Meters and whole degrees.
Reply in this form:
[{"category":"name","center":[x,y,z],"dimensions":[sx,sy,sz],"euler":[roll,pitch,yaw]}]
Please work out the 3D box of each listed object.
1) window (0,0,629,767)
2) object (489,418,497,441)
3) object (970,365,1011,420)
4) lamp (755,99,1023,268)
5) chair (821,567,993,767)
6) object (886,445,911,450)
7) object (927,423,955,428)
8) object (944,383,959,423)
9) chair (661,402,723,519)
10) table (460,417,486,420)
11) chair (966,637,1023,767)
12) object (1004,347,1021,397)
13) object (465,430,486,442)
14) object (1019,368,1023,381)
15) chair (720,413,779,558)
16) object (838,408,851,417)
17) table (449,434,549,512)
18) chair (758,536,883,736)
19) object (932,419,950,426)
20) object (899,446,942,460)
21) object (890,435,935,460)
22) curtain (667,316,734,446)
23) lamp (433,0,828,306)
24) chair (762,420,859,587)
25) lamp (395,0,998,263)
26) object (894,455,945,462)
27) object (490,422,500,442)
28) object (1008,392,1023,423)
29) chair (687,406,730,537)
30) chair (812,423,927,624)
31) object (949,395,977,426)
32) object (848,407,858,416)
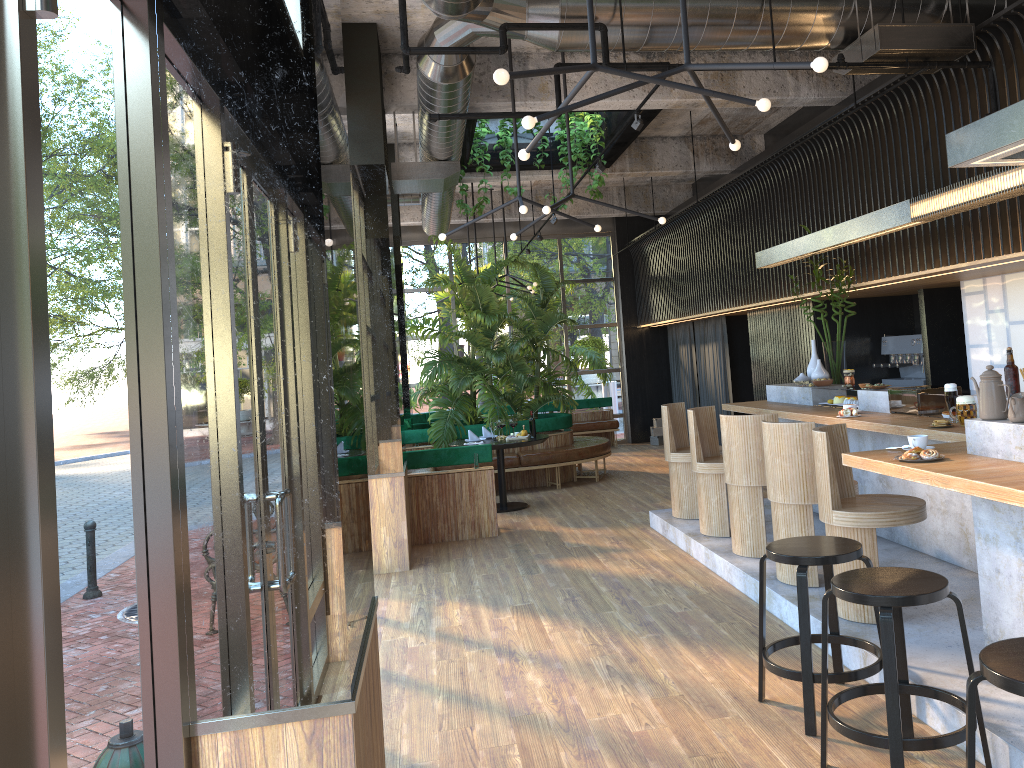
[{"category":"window","center":[0.694,-1.848,5.682],"dimensions":[4.207,6.501,20.023],"euler":[-4,1,-5]},{"category":"object","center":[-0.203,0.495,9.686],"dimensions":[0.096,0.245,0.089],"euler":[-3,-2,-25]},{"category":"object","center":[2.067,0.036,3.839],"dimensions":[0.124,0.235,0.204],"euler":[-2,-2,-39]},{"category":"lamp","center":[3.874,-2.208,5.560],"dimensions":[5.096,2.135,6.581],"euler":[-4,1,-13]},{"category":"chair","center":[1.404,1.068,3.238],"dimensions":[0.530,0.697,0.498],"euler":[-4,-1,-17]},{"category":"object","center":[1.812,0.299,4.168],"dimensions":[0.030,0.027,0.130],"euler":[-4,1,-29]},{"category":"object","center":[2.441,0.238,5.050],"dimensions":[0.157,0.013,0.142],"euler":[-5,2,-37]},{"category":"object","center":[2.607,0.111,5.262],"dimensions":[0.072,0.232,0.077],"euler":[-5,-3,25]},{"category":"chair","center":[1.616,0.654,7.790],"dimensions":[0.547,0.971,0.547],"euler":[-4,-2,2]},{"category":"table","center":[-0.484,0.915,13.607],"dimensions":[1.147,0.752,1.052],"euler":[-4,0,-28]},{"category":"chair","center":[1.489,1.085,2.347],"dimensions":[0.532,0.697,0.497],"euler":[-4,-1,-19]},{"category":"object","center":[2.814,-0.070,5.003],"dimensions":[0.072,0.277,0.078],"euler":[-5,-3,28]},{"category":"object","center":[-0.404,0.567,9.745],"dimensions":[0.242,0.139,0.224],"euler":[-4,0,-24]},{"category":"object","center":[2.830,-0.010,4.836],"dimensions":[0.104,0.162,0.106],"euler":[-5,-2,27]},{"category":"chair","center":[1.778,0.681,6.263],"dimensions":[0.534,0.971,0.559],"euler":[-4,-2,16]},{"category":"object","center":[2.294,0.196,6.129],"dimensions":[0.062,0.059,0.072],"euler":[-4,0,-17]},{"category":"table","center":[-0.114,0.987,9.735],"dimensions":[1.154,0.752,1.045],"euler":[-4,0,-39]},{"category":"chair","center":[1.343,1.056,3.873],"dimensions":[0.527,0.697,0.502],"euler":[-4,-1,-12]},{"category":"object","center":[2.442,0.223,5.053],"dimensions":[0.093,0.041,0.147],"euler":[-4,1,26]},{"category":"object","center":[1.758,0.300,3.817],"dimensions":[0.155,0.053,0.160],"euler":[-3,1,37]},{"category":"object","center":[1.782,0.284,3.965],"dimensions":[0.175,0.073,0.432],"euler":[-4,1,28]},{"category":"curtain","center":[2.952,-0.009,14.119],"dimensions":[0.123,2.061,3.219],"euler":[-4,0,-5]},{"category":"lamp","center":[1.968,-2.232,6.182],"dimensions":[5.170,1.825,18.588],"euler":[-4,1,-6]},{"category":"chair","center":[1.851,0.696,5.462],"dimensions":[0.520,0.971,0.574],"euler":[-6,-2,42]},{"category":"lamp","center":[0.554,-2.392,10.214],"dimensions":[3.859,1.533,9.844],"euler":[-4,1,-9]},{"category":"object","center":[1.755,0.319,3.823],"dimensions":[0.198,0.013,0.214],"euler":[-3,2,28]},{"category":"object","center":[-0.178,0.516,9.521],"dimensions":[0.101,0.209,0.109],"euler":[-5,-2,27]},{"category":"object","center":[2.069,0.098,3.637],"dimensions":[0.100,0.119,0.087],"euler":[-4,-1,1]},{"category":"chair","center":[1.691,0.669,6.995],"dimensions":[0.573,0.971,0.521],"euler":[-3,-2,-33]},{"category":"chair","center":[1.910,0.711,4.704],"dimensions":[0.520,0.971,0.573],"euler":[-5,-2,39]},{"category":"object","center":[2.569,0.150,5.034],"dimensions":[0.114,0.172,0.134],"euler":[-4,-1,-14]},{"category":"object","center":[2.345,0.191,6.153],"dimensions":[0.073,0.060,0.125],"euler":[-4,0,-38]}]
